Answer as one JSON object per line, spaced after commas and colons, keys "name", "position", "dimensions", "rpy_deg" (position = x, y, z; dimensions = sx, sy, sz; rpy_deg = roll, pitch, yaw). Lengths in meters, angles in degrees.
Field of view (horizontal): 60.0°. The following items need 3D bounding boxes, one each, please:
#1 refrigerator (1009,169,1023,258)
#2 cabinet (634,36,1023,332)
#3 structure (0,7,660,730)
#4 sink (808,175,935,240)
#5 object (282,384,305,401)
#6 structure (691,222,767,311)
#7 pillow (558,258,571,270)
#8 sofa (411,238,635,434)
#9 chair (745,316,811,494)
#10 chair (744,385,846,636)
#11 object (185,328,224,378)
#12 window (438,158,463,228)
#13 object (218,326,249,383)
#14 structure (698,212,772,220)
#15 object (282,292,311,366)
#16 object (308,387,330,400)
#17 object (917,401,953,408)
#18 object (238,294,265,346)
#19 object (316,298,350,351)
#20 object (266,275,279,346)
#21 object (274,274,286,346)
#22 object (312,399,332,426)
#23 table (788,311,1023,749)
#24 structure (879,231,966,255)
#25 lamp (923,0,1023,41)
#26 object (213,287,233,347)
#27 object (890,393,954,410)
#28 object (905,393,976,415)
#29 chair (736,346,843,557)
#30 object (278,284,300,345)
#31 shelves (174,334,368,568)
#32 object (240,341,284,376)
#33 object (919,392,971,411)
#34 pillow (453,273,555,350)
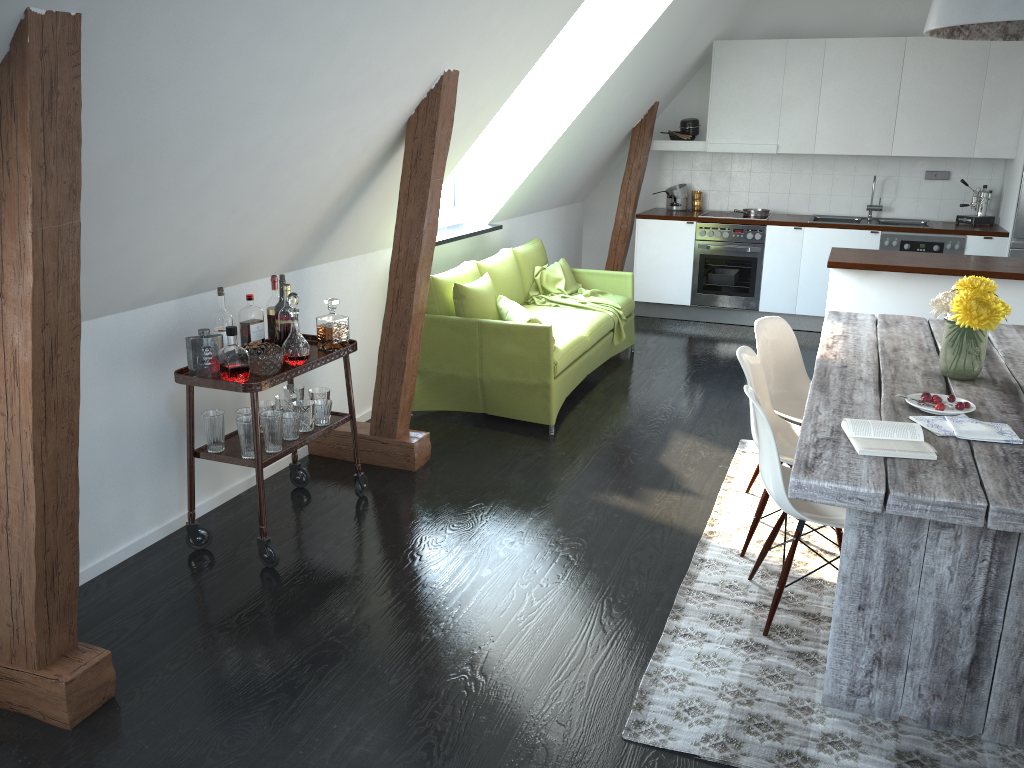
{"name": "refrigerator", "position": [4.111, -1.278, 6.620], "dimensions": [0.609, 1.868, 0.031], "rpy_deg": [7, 17, 20]}
{"name": "cabinet", "position": [2.786, -1.308, 6.306], "dimensions": [4.208, 2.369, 3.033], "rpy_deg": [7, 17, 20]}
{"name": "structure", "position": [-1.392, -0.095, 2.635], "dimensions": [1.023, 1.963, 12.350], "rpy_deg": [7, 17, 20]}
{"name": "sink", "position": [3.020, -1.478, 7.451], "dimensions": [0.963, 0.519, 0.671], "rpy_deg": [7, 17, 20]}
{"name": "object", "position": [-0.961, 0.069, 3.913], "dimensions": [0.095, 0.119, 0.095], "rpy_deg": [-4, 17, -17]}
{"name": "structure", "position": [1.969, -1.088, 7.914], "dimensions": [0.583, 0.725, 0.749], "rpy_deg": [7, 17, 20]}
{"name": "pillow", "position": [0.356, -0.764, 6.565], "dimensions": [0.210, 0.275, 0.462], "rpy_deg": [6, 17, 18]}
{"name": "sofa", "position": [0.170, -0.432, 5.890], "dimensions": [0.898, 0.825, 2.093], "rpy_deg": [7, 17, 19]}
{"name": "chair", "position": [1.348, 0.130, 4.044], "dimensions": [0.465, 0.801, 0.542], "rpy_deg": [-14, 22, -41]}
{"name": "chair", "position": [1.036, 0.419, 3.028], "dimensions": [0.542, 0.801, 0.465], "rpy_deg": [3, 16, 6]}
{"name": "object", "position": [-1.147, -0.115, 3.326], "dimensions": [0.135, 0.182, 0.052], "rpy_deg": [-9, 19, -31]}
{"name": "window", "position": [0.948, -1.883, 1.369], "dimensions": [5.959, 4.249, 8.018], "rpy_deg": [7, 17, 20]}
{"name": "object", "position": [-1.026, -0.111, 3.266], "dimensions": [0.087, 0.206, 0.087], "rpy_deg": [-14, 22, -42]}
{"name": "structure", "position": [1.966, -1.462, 7.793], "dimensions": [0.574, 0.041, 0.504], "rpy_deg": [7, 17, 20]}
{"name": "object", "position": [-0.854, -0.216, 3.489], "dimensions": [0.114, 0.292, 0.114], "rpy_deg": [-1, 16, -7]}
{"name": "object", "position": [-0.839, 0.083, 3.872], "dimensions": [0.095, 0.119, 0.095], "rpy_deg": [-4, 17, -17]}
{"name": "object", "position": [1.350, 0.065, 2.835], "dimensions": [0.110, 0.011, 0.058], "rpy_deg": [8, 18, 24]}
{"name": "object", "position": [-1.062, -0.237, 3.617], "dimensions": [0.067, 0.257, 0.099], "rpy_deg": [9, 18, 25]}
{"name": "object", "position": [-0.763, -0.256, 3.774], "dimensions": [0.101, 0.211, 0.101], "rpy_deg": [12, 20, 34]}
{"name": "object", "position": [-1.007, -0.312, 3.786], "dimensions": [0.081, 0.308, 0.081], "rpy_deg": [4, 16, 12]}
{"name": "object", "position": [-0.941, -0.288, 3.665], "dimensions": [0.080, 0.329, 0.080], "rpy_deg": [4, 16, 11]}
{"name": "object", "position": [-0.809, 0.123, 3.773], "dimensions": [0.092, 0.099, 0.092], "rpy_deg": [0, 16, -2]}
{"name": "table", "position": [1.665, 0.369, 3.259], "dimensions": [1.141, 0.788, 2.421], "rpy_deg": [7, 17, 20]}
{"name": "structure", "position": [3.334, -0.902, 7.327], "dimensions": [0.612, 0.725, 0.582], "rpy_deg": [7, 17, 20]}
{"name": "lamp", "position": [1.741, -2.478, 2.445], "dimensions": [0.757, 2.813, 0.697], "rpy_deg": [-5, 17, -19]}
{"name": "object", "position": [-1.112, -0.214, 3.417], "dimensions": [0.073, 0.320, 0.073], "rpy_deg": [4, 16, 11]}
{"name": "object", "position": [1.312, 0.055, 2.842], "dimensions": [0.194, 0.022, 0.019], "rpy_deg": [12, 20, 35]}
{"name": "object", "position": [1.366, 0.070, 2.831], "dimensions": [0.205, 0.024, 0.205], "rpy_deg": [4, 16, 12]}
{"name": "chair", "position": [1.138, 0.277, 3.526], "dimensions": [0.542, 0.801, 0.465], "rpy_deg": [7, 17, 21]}
{"name": "object", "position": [-0.903, -0.253, 3.592], "dimensions": [0.081, 0.307, 0.081], "rpy_deg": [9, 18, 25]}
{"name": "shelves", "position": [-0.971, 0.234, 3.687], "dimensions": [0.438, 0.732, 0.803], "rpy_deg": [6, 17, 16]}
{"name": "object", "position": [-0.965, -0.095, 3.421], "dimensions": [0.151, 0.092, 0.245], "rpy_deg": [-12, 21, -38]}
{"name": "object", "position": [1.382, 0.057, 2.833], "dimensions": [0.132, 0.034, 0.144], "rpy_deg": [-1, 16, -7]}
{"name": "pillow", "position": [-0.008, -0.413, 5.111], "dimensions": [0.600, 0.387, 0.475], "rpy_deg": [6, 17, 17]}
